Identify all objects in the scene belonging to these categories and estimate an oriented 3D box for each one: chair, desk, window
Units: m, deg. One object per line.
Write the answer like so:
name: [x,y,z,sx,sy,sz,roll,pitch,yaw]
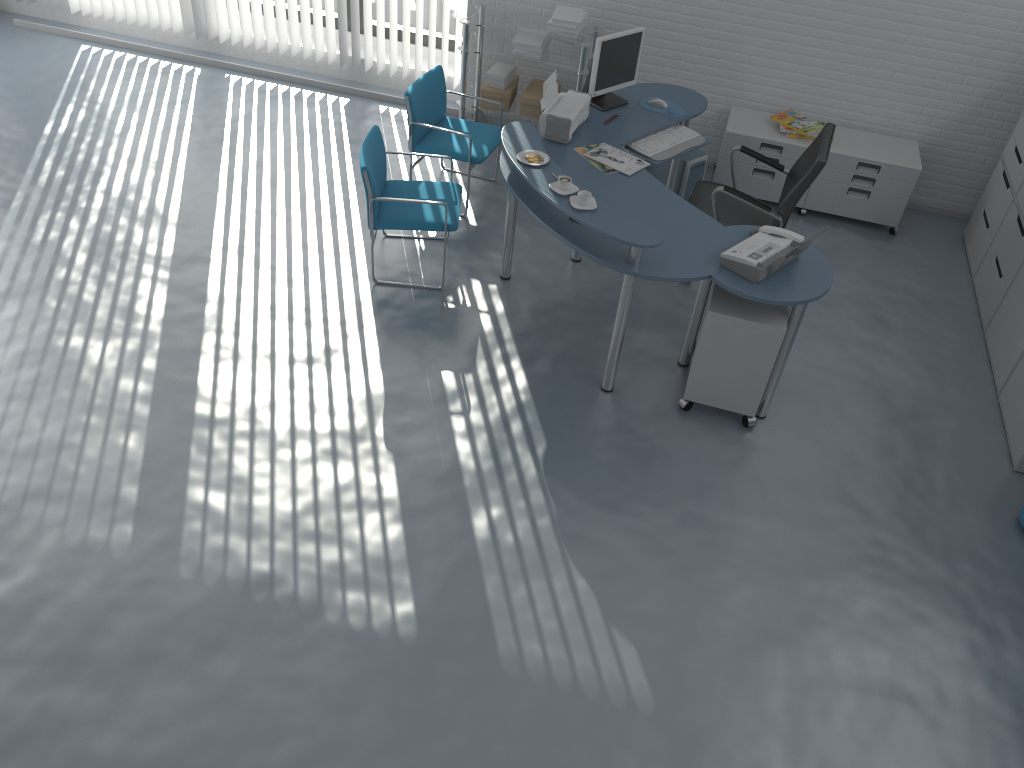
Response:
chair: [-0.357,-1.526,5.565,0.543,0.707,0.542,17,42,12]
chair: [-0.557,-0.980,4.917,0.543,0.707,0.542,4,41,-3]
desk: [0.610,-0.863,4.786,1.402,0.900,2.282,-2,42,-10]
window: [-1.711,-3.998,6.297,3.635,2.562,0.008,14,42,9]
chair: [1.325,-1.003,5.001,0.652,0.948,0.584,18,42,12]

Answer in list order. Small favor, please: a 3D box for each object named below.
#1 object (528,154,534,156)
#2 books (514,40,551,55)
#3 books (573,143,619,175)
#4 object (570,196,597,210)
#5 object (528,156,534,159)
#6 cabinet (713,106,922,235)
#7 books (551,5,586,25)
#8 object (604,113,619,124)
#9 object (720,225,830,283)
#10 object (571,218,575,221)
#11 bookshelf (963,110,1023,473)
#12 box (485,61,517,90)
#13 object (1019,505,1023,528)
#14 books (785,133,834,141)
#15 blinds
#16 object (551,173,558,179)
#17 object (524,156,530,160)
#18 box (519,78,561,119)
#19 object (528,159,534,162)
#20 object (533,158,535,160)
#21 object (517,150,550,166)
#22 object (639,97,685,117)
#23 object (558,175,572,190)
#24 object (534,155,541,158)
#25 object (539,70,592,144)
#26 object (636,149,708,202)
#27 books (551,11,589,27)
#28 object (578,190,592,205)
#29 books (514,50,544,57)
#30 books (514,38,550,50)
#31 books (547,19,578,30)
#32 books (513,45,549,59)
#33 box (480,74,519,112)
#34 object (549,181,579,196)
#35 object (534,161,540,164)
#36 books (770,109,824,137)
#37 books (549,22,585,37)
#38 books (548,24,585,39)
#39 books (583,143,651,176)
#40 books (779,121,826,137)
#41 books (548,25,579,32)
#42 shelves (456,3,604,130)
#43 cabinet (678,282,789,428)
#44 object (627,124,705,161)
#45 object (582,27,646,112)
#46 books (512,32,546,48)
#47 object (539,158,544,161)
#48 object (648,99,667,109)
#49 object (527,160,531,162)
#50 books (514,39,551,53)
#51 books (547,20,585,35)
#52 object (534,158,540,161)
object: [0.095,-1.107,4.304,0.025,0.005,0.027,-20,48,-27]
books: [0.140,-2.275,5.941,0.190,0.015,0.270,14,42,9]
books: [0.486,-1.189,4.668,0.200,0.005,0.300,-17,46,-25]
object: [0.321,-0.814,3.999,0.119,0.016,0.119,0,42,-8]
object: [0.094,-1.096,4.284,0.025,0.005,0.027,17,42,12]
cabinet: [2.012,-1.436,5.938,1.259,0.484,0.447,14,42,8]
books: [0.367,-2.391,5.742,0.190,0.015,0.270,11,41,5]
object: [0.563,-1.504,5.030,0.013,0.013,0.178,27,45,22]
object: [1.177,-0.661,3.946,0.405,0.280,0.399,-30,53,-34]
object: [0.369,-0.745,4.143,0.200,0.010,0.011,20,43,15]
bookshelf: [3.007,-0.660,4.671,0.521,1.141,2.294,14,42,9]
box: [-0.076,-2.121,6.098,0.139,0.090,0.234,17,42,12]
object: [2.411,0.319,3.616,0.312,0.972,0.357,-2,42,-10]
books: [1.925,-1.655,5.793,0.300,0.020,0.210,4,41,-3]
blinds: [-2.211,-3.812,5.972,4.001,2.955,0.158,14,42,9]
object: [0.216,-0.968,4.154,0.025,0.021,0.119,-16,46,-23]
object: [0.076,-1.092,4.284,0.025,0.005,0.027,-24,49,-30]
box: [0.197,-1.968,6.128,0.207,0.133,0.347,14,42,9]
object: [0.092,-1.076,4.261,0.027,0.005,0.025,1,41,-7]
object: [0.111,-1.087,4.283,0.025,0.005,0.027,4,41,-3]
object: [0.102,-1.089,4.282,0.162,0.011,0.162,-19,47,-27]
object: [0.893,-1.646,5.225,0.285,0.026,0.213,23,44,18]
object: [0.242,-0.925,4.078,0.062,0.049,0.078,8,41,1]
object: [0.124,-1.100,4.294,0.027,0.005,0.025,-16,46,-24]
object: [0.285,-1.517,4.811,0.197,0.273,0.392,17,42,12]
object: [1.002,-1.364,5.771,0.199,0.422,0.471,-26,50,-31]
books: [0.378,-2.382,5.757,0.190,0.015,0.270,14,42,9]
object: [0.328,-0.836,3.988,0.062,0.049,0.078,29,46,24]
books: [0.130,-2.263,5.949,0.190,0.015,0.270,11,41,5]
books: [0.141,-2.299,5.923,0.190,0.015,0.270,15,42,9]
books: [0.357,-2.367,5.759,0.190,0.015,0.270,16,42,10]
books: [0.128,-2.252,5.959,0.190,0.015,0.270,13,42,8]
box: [-0.086,-2.038,6.172,0.207,0.133,0.347,11,41,5]
object: [0.239,-0.902,4.088,0.119,0.016,0.119,-23,49,-30]
object: [0.121,-1.067,4.262,0.027,0.005,0.025,7,41,0]
books: [1.867,-1.701,5.777,0.210,0.020,0.300,-26,50,-31]
books: [0.361,-2.334,5.792,0.190,0.015,0.270,12,41,6]
books: [0.359,-2.323,5.801,0.190,0.015,0.270,14,42,9]
books: [0.550,-1.181,4.665,0.300,0.010,0.200,32,47,26]
books: [1.898,-1.672,5.778,0.300,0.020,0.210,10,41,5]
books: [0.357,-2.360,5.775,0.190,0.015,0.270,14,42,9]
shelves: [0.100,-2.056,6.120,0.896,0.848,0.441,14,42,9]
cabinet: [1.098,-0.212,4.333,0.383,0.605,0.559,15,42,10]
object: [0.871,-1.380,5.022,0.478,0.028,0.276,-29,52,-34]
object: [0.552,-1.819,5.081,0.365,0.417,0.212,-27,51,-32]
books: [0.122,-2.305,5.905,0.190,0.015,0.270,12,41,6]
object: [0.138,-1.085,4.285,0.025,0.005,0.027,-8,43,-16]
object: [0.861,-1.659,5.224,0.115,0.035,0.054,21,43,16]
object: [0.088,-1.073,4.265,0.027,0.005,0.025,-5,42,-13]
books: [0.139,-2.283,5.927,0.190,0.015,0.270,13,42,8]
books: [0.353,-2.346,5.781,0.190,0.015,0.270,15,42,10]
object: [0.121,-1.080,4.270,0.025,0.005,0.027,8,41,2]
